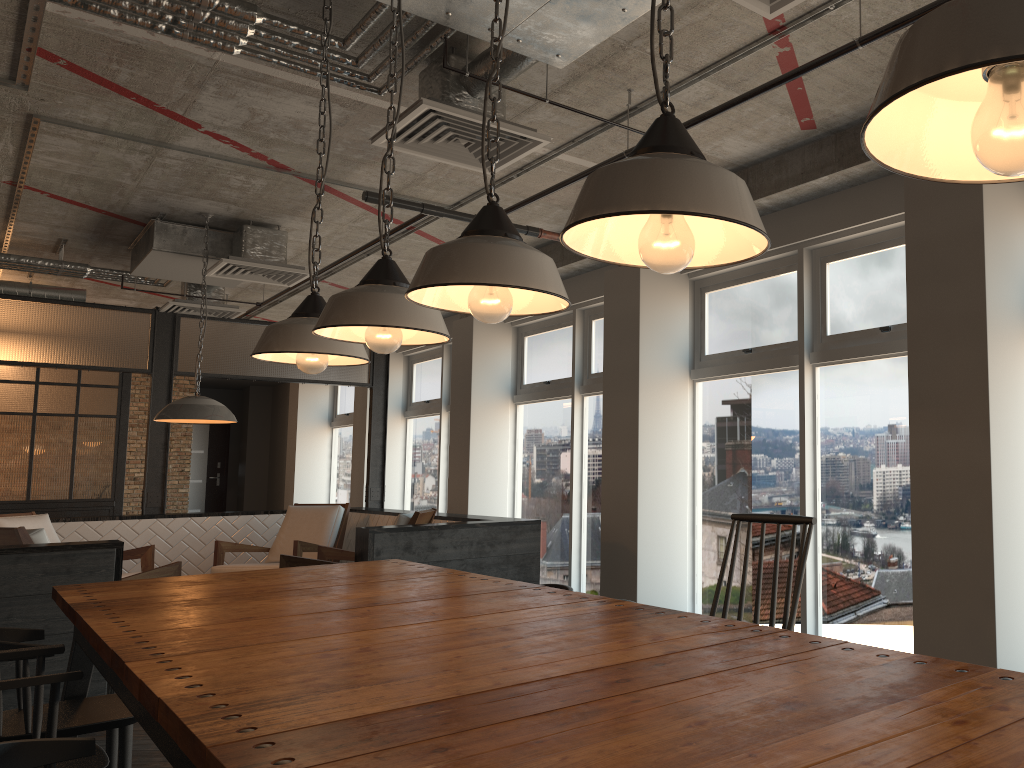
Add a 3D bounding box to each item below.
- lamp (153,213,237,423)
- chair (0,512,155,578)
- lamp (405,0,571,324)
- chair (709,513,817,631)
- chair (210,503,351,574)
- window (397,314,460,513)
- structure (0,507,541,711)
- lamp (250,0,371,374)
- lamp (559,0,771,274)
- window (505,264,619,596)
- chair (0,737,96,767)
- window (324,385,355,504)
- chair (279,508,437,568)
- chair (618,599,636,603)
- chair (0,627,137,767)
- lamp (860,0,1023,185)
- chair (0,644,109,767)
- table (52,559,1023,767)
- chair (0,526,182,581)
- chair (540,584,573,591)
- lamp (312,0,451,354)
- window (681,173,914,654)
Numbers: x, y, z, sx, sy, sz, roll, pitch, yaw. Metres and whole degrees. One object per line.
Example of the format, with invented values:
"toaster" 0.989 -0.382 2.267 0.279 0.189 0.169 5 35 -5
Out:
"lamp" -2.281 -0.496 6.128 0.582 1.543 0.437 4 -6 -28
"chair" -3.203 1.379 5.965 0.949 0.906 0.718 0 -6 2
"lamp" -0.030 -1.003 1.992 0.415 1.735 0.318 4 -6 -25
"chair" 0.565 0.894 2.324 0.569 1.032 0.390 5 -7 -36
"chair" -1.906 1.480 7.033 0.680 0.906 0.998 -1 -6 17
"window" -0.766 0.726 9.331 0.288 2.872 2.122 5 -7 -34
"structure" -2.507 0.756 5.882 4.606 2.113 3.154 4 -7 -36
"lamp" -0.668 -0.897 2.935 0.405 1.735 0.327 3 -6 -17
"lamp" 0.289 -1.056 1.521 0.310 1.735 0.422 -4 -7 43
"window" 0.572 0.504 7.353 0.288 2.872 2.122 5 -7 -34
"chair" -0.646 0.951 1.367 0.517 0.736 0.319 5 -7 -36
"window" -2.104 0.949 11.309 0.288 2.872 2.122 5 -7 -34
"chair" -1.091 1.350 5.874 0.975 0.906 0.698 1 -6 -3
"chair" 0.176 1.075 2.599 0.517 0.736 0.319 5 -7 -36
"chair" -1.334 1.071 2.430 0.517 0.736 0.319 5 -7 -36
"lamp" 0.608 -1.109 1.049 0.364 1.735 0.369 1 -5 6
"chair" -1.260 0.871 1.959 0.569 1.032 0.390 5 -7 -36
"table" -0.165 0.977 1.910 1.392 0.790 3.194 4 -7 -34
"chair" -2.554 1.250 4.813 0.647 0.906 1.041 -2 -6 27
"chair" -0.014 1.119 2.997 0.517 0.736 0.319 5 -7 -36
"lamp" -0.349 -0.950 2.464 0.405 1.735 0.327 3 -6 -17
"window" 1.907 0.282 5.379 0.288 2.872 2.122 5 -7 -34
